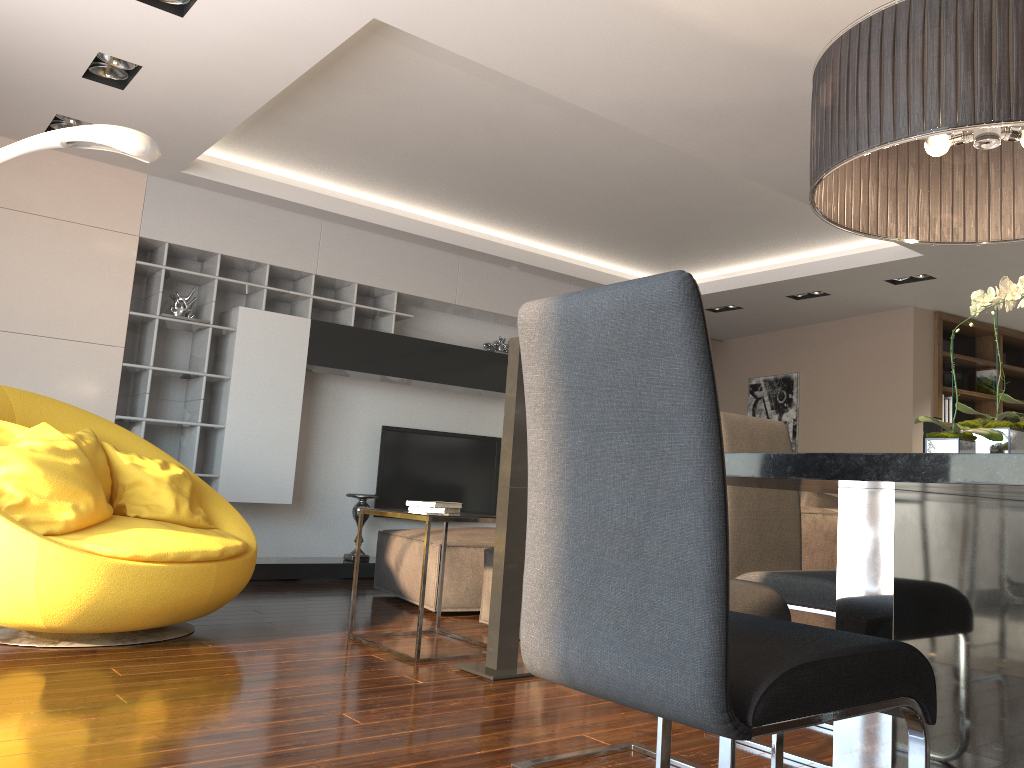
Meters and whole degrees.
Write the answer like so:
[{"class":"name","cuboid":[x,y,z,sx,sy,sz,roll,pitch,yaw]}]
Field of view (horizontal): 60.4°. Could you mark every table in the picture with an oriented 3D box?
[{"class":"table","cuboid":[1.000,0.587,1.885,1.686,0.762,0.985,9,-9,-38]},{"class":"table","cuboid":[-0.337,0.837,3.780,0.474,0.564,0.568,10,-9,-37]}]

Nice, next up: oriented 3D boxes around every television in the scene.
[{"class":"television","cuboid":[-0.602,0.742,7.067,1.159,0.716,0.136,9,-9,-38]}]

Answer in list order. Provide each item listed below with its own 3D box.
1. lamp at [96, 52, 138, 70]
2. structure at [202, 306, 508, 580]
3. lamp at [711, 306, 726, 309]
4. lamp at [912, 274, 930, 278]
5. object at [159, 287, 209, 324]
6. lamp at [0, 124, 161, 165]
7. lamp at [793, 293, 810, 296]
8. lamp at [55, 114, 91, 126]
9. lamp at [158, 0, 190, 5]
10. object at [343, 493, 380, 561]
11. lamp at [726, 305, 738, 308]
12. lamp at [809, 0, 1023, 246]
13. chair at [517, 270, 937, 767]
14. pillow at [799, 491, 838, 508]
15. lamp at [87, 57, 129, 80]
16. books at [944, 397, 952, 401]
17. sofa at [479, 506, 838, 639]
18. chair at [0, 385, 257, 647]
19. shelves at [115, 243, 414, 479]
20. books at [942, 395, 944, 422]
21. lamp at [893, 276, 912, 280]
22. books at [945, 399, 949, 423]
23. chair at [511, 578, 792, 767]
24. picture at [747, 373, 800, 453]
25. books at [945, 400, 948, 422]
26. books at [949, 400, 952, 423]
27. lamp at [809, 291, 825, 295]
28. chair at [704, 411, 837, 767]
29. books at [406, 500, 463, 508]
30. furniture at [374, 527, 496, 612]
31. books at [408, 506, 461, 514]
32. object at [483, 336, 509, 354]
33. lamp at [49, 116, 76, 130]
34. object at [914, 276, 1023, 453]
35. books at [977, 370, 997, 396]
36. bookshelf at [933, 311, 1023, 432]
[{"class":"lamp","cuboid":[-1.814,-1.506,4.044,0.183,0.077,0.170,6,-7,-19]},{"class":"structure","cuboid":[-0.766,0.549,6.740,3.036,1.770,0.455,9,-9,-38]},{"class":"lamp","cuboid":[1.970,-0.755,8.454,0.185,0.077,0.168,8,-8,-32]},{"class":"lamp","cuboid":[3.197,-0.873,6.876,0.172,0.077,0.181,1,-7,17]},{"class":"object","cuboid":[-2.143,-0.512,5.702,0.299,0.228,0.269,9,-9,-38]},{"class":"lamp","cuboid":[-3.093,0.025,3.482,4.043,1.783,0.607,0,-9,29]},{"class":"lamp","cuboid":[2.528,-0.809,7.736,0.185,0.077,0.168,8,-8,-32]},{"class":"lamp","cuboid":[-2.374,-1.452,4.765,0.183,0.077,0.170,6,-7,-19]},{"class":"lamp","cuboid":[-1.358,-1.550,3.458,0.185,0.077,0.169,7,-8,-26]},{"class":"object","cuboid":[-1.102,1.039,6.386,0.227,0.476,0.252,-3,-10,44]},{"class":"lamp","cuboid":[2.075,-0.765,8.319,0.186,0.077,0.167,10,-10,-43]},{"class":"lamp","cuboid":[1.132,-0.978,2.097,0.825,1.105,0.781,6,-8,-14]},{"class":"chair","cuboid":[0.305,0.377,1.336,0.602,0.967,0.405,10,-10,-38]},{"class":"pillow","cuboid":[1.479,0.768,5.065,1.030,0.432,2.150,1,-7,16]},{"class":"lamp","cuboid":[-1.919,-1.496,4.178,0.185,0.077,0.169,7,-8,-26]},{"class":"books","cuboid":[3.950,0.243,8.045,0.020,0.244,0.166,8,-8,-26]},{"class":"sofa","cuboid":[0.835,0.999,5.172,2.601,0.705,2.604,7,-8,-28]},{"class":"chair","cuboid":[-1.739,0.525,3.727,1.101,1.007,1.562,1,-8,19]},{"class":"shelves","cuboid":[-1.684,0.012,6.101,2.023,1.604,0.359,9,-9,-38]},{"class":"books","cuboid":[3.821,0.223,7.943,0.020,0.244,0.166,8,-8,-26]},{"class":"lamp","cuboid":[3.092,-0.863,7.010,0.185,0.077,0.168,8,-8,-32]},{"class":"books","cuboid":[3.917,0.248,8.016,0.024,0.223,0.144,8,-9,-26]},{"class":"chair","cuboid":[0.335,0.480,2.179,0.450,0.967,0.541,10,-10,-37]},{"class":"picture","cuboid":[2.702,0.491,9.156,0.030,1.168,0.716,8,-9,-27]},{"class":"books","cuboid":[3.880,0.248,7.971,0.021,0.205,0.148,8,-8,-26]},{"class":"books","cuboid":[3.939,0.257,8.018,0.021,0.205,0.148,8,-8,-26]},{"class":"lamp","cuboid":[2.633,-0.819,7.602,0.186,0.077,0.167,10,-10,-43]},{"class":"chair","cuboid":[0.908,0.569,2.635,0.450,0.967,0.541,10,-10,-37]},{"class":"books","cuboid":[-0.337,0.524,3.831,0.148,0.022,0.214,0,-8,28]},{"class":"furniture","cuboid":[-0.148,1.087,5.299,1.148,0.440,1.042,7,-8,-28]},{"class":"books","cuboid":[-0.334,0.549,3.842,0.159,0.023,0.236,2,-7,12]},{"class":"object","cuboid":[-0.086,-0.310,7.430,0.339,0.177,0.306,9,-9,-38]},{"class":"lamp","cuboid":[-2.479,-1.442,4.900,0.185,0.077,0.169,7,-8,-26]},{"class":"object","cuboid":[1.162,-0.030,1.982,0.605,0.502,0.293,10,-10,-41]},{"class":"books","cuboid":[4.539,-0.005,8.410,0.045,0.248,0.183,8,-8,-26]},{"class":"bookshelf","cuboid":[6.627,0.968,9.606,6.865,2.495,0.276,8,-8,-30]}]
